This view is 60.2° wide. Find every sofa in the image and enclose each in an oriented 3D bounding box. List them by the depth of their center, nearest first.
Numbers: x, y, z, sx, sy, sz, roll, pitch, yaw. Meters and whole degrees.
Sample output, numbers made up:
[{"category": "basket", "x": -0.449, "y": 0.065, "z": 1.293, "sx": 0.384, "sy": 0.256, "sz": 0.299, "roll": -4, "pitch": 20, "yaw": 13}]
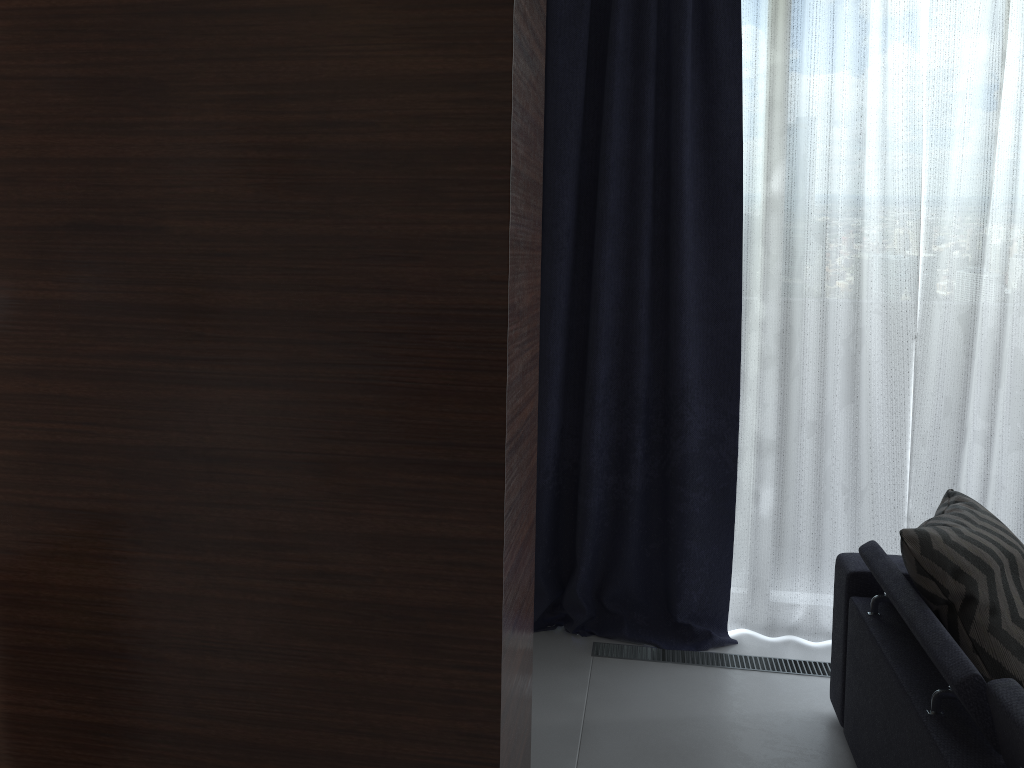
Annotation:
[{"category": "sofa", "x": 1.695, "y": 0.947, "z": 1.151, "sx": 1.899, "sy": 0.604, "sz": 2.897, "roll": 2, "pitch": 8, "yaw": 9}]

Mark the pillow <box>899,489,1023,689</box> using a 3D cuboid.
[{"category": "pillow", "x": 1.209, "y": 0.594, "z": 2.258, "sx": 0.356, "sy": 0.515, "sz": 0.600, "roll": 5, "pitch": 7, "yaw": 39}]

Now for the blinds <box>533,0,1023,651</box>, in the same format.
[{"category": "blinds", "x": 2.148, "y": 0.008, "z": 0.232, "sx": 7.139, "sy": 2.754, "sz": 5.845, "roll": 3, "pitch": 8, "yaw": 12}]
